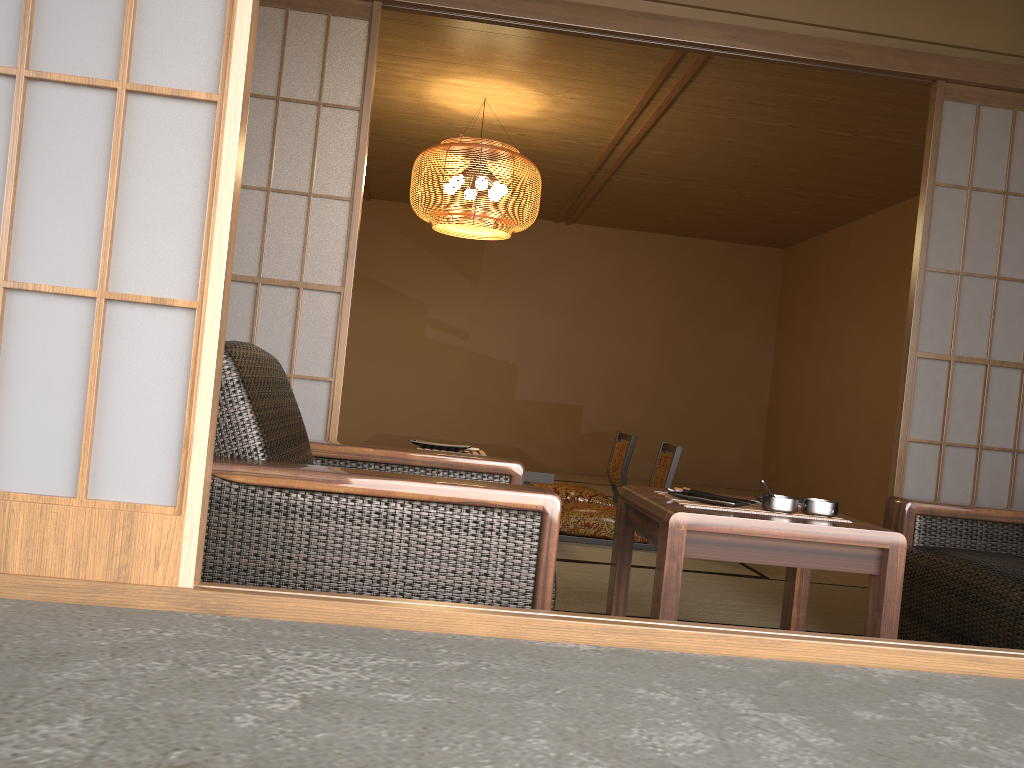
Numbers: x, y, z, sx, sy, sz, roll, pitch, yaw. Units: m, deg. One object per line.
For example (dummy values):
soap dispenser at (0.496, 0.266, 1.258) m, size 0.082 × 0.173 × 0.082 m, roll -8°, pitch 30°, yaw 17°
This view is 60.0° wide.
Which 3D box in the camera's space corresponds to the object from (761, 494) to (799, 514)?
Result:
object at (0.643, 0.289, 2.128) m, size 0.084 × 0.037 × 0.084 m, roll 6°, pitch -1°, yaw -13°

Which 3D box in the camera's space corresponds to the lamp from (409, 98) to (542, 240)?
lamp at (-0.204, -1.336, 5.410) m, size 0.798 × 0.826 × 0.799 m, roll 6°, pitch 0°, yaw 19°

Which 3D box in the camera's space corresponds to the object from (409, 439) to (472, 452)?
object at (-0.415, 0.362, 5.162) m, size 0.349 × 0.039 × 0.129 m, roll 6°, pitch -1°, yaw 8°

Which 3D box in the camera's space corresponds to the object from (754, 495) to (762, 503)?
object at (0.668, 0.298, 2.244) m, size 0.130 × 0.026 × 0.038 m, roll 6°, pitch 0°, yaw -20°

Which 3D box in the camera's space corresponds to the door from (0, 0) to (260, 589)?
door at (-0.835, -0.702, 1.190) m, size 0.992 × 1.873 × 0.040 m, roll 6°, pitch 0°, yaw -5°

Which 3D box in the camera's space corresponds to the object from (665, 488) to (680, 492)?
object at (0.417, 0.277, 2.272) m, size 0.050 × 0.018 × 0.015 m, roll 6°, pitch 0°, yaw -18°

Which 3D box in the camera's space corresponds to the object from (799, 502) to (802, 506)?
object at (0.746, 0.310, 2.235) m, size 0.050 × 0.018 × 0.015 m, roll 5°, pitch 0°, yaw 37°

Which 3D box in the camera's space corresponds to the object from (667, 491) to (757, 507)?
object at (0.490, 0.284, 2.179) m, size 0.181 × 0.015 × 0.131 m, roll 5°, pitch -1°, yaw 40°

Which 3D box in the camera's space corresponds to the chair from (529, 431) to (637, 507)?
chair at (0.427, 0.564, 5.846) m, size 0.699 × 0.546 × 0.582 m, roll 6°, pitch 0°, yaw -6°

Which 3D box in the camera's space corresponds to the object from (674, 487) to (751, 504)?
object at (0.489, 0.274, 2.174) m, size 0.006 × 0.007 × 0.230 m, roll 6°, pitch -1°, yaw -39°

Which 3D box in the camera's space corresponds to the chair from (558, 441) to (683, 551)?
chair at (0.525, 0.560, 4.763) m, size 0.687 × 0.546 × 0.582 m, roll 6°, pitch 0°, yaw -1°

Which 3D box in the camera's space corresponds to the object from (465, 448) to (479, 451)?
object at (-0.288, 0.390, 5.352) m, size 0.180 × 0.014 × 0.130 m, roll 6°, pitch -1°, yaw -3°

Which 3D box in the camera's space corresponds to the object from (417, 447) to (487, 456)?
object at (-0.360, 0.390, 5.251) m, size 0.401 × 0.003 × 0.398 m, roll 6°, pitch -1°, yaw -5°

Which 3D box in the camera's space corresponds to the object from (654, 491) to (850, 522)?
object at (0.585, 0.303, 2.207) m, size 0.401 × 0.003 × 0.300 m, roll 6°, pitch -1°, yaw -5°

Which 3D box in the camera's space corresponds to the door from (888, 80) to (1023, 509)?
door at (1.846, -0.025, 3.098) m, size 0.992 × 1.934 × 0.040 m, roll 6°, pitch 0°, yaw -5°

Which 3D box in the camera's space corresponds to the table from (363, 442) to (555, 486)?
table at (-0.344, 0.565, 4.758) m, size 0.995 × 0.357 × 0.994 m, roll 6°, pitch -1°, yaw -5°

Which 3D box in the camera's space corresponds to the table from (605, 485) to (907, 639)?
table at (0.561, 0.553, 2.208) m, size 0.540 × 0.500 × 0.540 m, roll 6°, pitch 0°, yaw -5°

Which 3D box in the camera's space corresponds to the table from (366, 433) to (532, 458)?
table at (-0.429, 0.570, 5.749) m, size 0.995 × 0.357 × 0.994 m, roll 6°, pitch -1°, yaw -5°

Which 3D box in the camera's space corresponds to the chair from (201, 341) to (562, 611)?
chair at (-0.377, 0.318, 2.163) m, size 0.944 × 0.779 × 0.872 m, roll 6°, pitch 0°, yaw -5°

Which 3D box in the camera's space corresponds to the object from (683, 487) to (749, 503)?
object at (0.503, 0.275, 2.193) m, size 0.006 × 0.007 × 0.230 m, roll 6°, pitch -1°, yaw -31°

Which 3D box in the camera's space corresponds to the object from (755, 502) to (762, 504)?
object at (0.636, 0.305, 2.281) m, size 0.230 × 0.007 × 0.006 m, roll 6°, pitch 0°, yaw -16°

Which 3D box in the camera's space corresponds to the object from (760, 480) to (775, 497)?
object at (0.626, 0.264, 2.111) m, size 0.117 × 0.068 × 0.038 m, roll 6°, pitch 0°, yaw -40°

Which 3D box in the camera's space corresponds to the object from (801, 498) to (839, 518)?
object at (0.742, 0.299, 2.139) m, size 0.084 × 0.037 × 0.084 m, roll 6°, pitch -1°, yaw 23°

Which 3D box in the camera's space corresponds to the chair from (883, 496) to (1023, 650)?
chair at (1.600, 0.526, 2.334) m, size 0.944 × 0.779 × 0.872 m, roll 6°, pitch 0°, yaw -5°

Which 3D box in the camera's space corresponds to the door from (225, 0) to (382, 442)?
door at (-1.014, -0.325, 2.850) m, size 0.992 × 1.934 × 0.040 m, roll 6°, pitch 0°, yaw -5°
